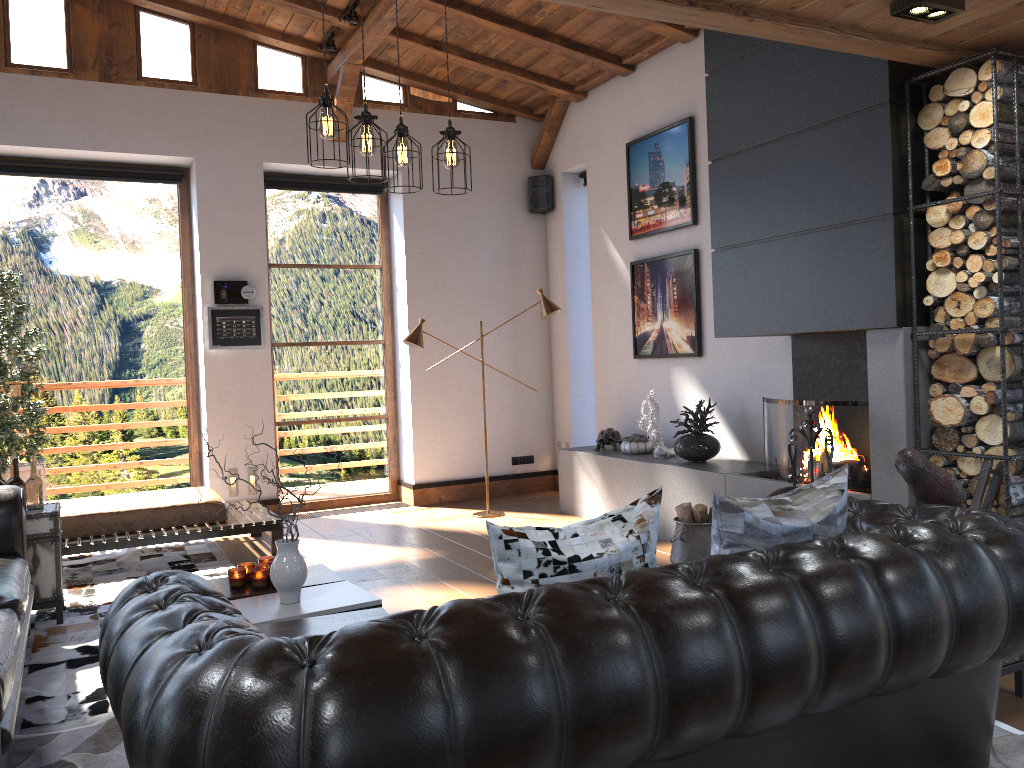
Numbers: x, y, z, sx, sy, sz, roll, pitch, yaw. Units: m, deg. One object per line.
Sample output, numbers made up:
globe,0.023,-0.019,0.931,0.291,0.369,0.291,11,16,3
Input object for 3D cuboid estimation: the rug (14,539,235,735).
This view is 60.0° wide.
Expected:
rug,-2.708,1.256,4.875,2.455,0.053,3.772,-3,2,-26

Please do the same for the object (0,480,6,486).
object,-2.698,0.541,4.640,0.086,0.286,0.088,-1,1,40

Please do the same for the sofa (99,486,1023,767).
sofa,0.319,0.815,2.423,2.592,0.838,1.227,-3,2,-27

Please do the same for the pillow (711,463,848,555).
pillow,0.763,0.483,2.596,0.533,0.469,0.281,-3,1,-24

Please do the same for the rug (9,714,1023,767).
rug,-0.350,1.229,2.599,4.084,0.053,2.408,-3,2,-26

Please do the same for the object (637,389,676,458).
object,1.065,0.300,6.682,0.256,0.532,0.432,-2,1,32

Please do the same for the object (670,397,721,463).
object,1.315,0.327,6.325,0.334,0.455,0.341,-2,1,-1

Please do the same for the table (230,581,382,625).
table,-0.905,1.066,3.609,0.657,0.350,0.396,-3,2,-32

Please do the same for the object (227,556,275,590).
object,-1.110,0.848,3.991,0.245,0.081,0.304,-2,2,12

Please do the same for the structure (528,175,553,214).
structure,0.283,-1.852,8.671,0.216,0.349,0.211,-3,1,-27

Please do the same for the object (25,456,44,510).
object,-2.592,0.533,4.810,0.088,0.286,0.087,-2,1,-16

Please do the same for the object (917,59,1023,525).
object,2.318,-0.193,4.297,0.471,2.611,0.489,-3,1,-27

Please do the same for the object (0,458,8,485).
object,-2.739,0.540,4.734,0.087,0.286,0.088,-2,1,13

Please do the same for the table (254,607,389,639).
table,-0.737,1.071,3.187,0.656,0.350,0.397,-3,1,-22

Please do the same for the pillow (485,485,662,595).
pillow,0.151,0.515,2.284,0.533,0.469,0.281,-3,1,-24

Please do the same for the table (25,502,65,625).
table,-2.644,0.979,4.757,0.422,0.609,0.401,-3,1,-27

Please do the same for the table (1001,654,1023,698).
table,1.625,0.856,3.350,0.422,0.609,0.401,-3,1,-27

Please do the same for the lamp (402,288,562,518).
lamp,-0.231,0.172,7.460,1.326,1.898,0.526,-2,1,-6

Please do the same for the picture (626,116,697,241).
picture,1.173,-1.609,7.062,0.036,0.816,0.871,-3,1,-26

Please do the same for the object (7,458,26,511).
object,-2.642,0.537,4.723,0.086,0.286,0.089,-1,1,41

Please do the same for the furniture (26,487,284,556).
furniture,-3.102,1.045,6.115,2.787,0.436,1.164,-3,2,-27

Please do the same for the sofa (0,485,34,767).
sofa,-2.444,0.900,3.158,1.252,0.838,2.541,-3,2,-27

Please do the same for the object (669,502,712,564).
object,1.149,0.916,5.394,0.384,0.431,0.384,-2,1,0

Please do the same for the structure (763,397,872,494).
structure,1.748,0.348,5.187,0.185,0.514,0.973,-3,1,-26

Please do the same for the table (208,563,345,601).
table,-1.118,1.064,3.986,0.657,0.350,0.396,-3,1,-27

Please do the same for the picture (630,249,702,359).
picture,1.212,-0.615,7.077,0.036,0.816,0.871,-3,1,-26

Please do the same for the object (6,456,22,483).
object,-2.708,0.537,4.822,0.088,0.286,0.087,-2,1,-14

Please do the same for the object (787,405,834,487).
object,1.589,0.621,4.680,0.305,1.017,0.310,-2,1,19

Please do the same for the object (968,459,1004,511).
object,2.110,0.734,4.076,0.267,0.795,0.264,-3,1,-43

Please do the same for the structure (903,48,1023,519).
structure,2.313,-0.199,4.287,0.517,2.616,0.497,-3,1,-27

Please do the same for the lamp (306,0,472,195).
lamp,-0.604,-2.000,4.059,0.812,2.201,0.258,-3,1,-36

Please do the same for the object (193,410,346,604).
object,-0.967,0.489,3.624,0.624,0.808,0.404,-3,1,-16

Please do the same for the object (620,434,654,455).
object,0.993,0.473,7.049,0.261,0.160,0.278,-3,2,-24

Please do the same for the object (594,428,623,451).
object,0.802,0.459,7.392,0.225,0.183,0.408,-2,1,18

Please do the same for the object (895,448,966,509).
object,1.582,0.401,3.342,0.247,0.319,0.150,-2,1,14

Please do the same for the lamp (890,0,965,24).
lamp,1.660,-1.514,3.542,0.264,0.068,0.154,-3,2,-27
